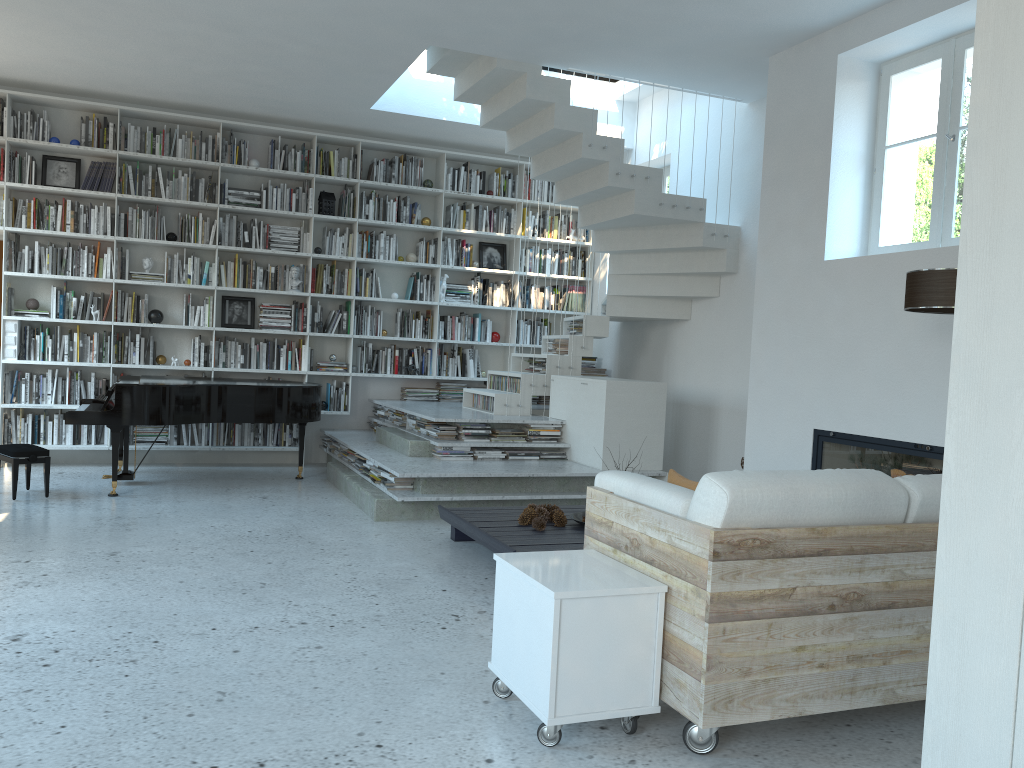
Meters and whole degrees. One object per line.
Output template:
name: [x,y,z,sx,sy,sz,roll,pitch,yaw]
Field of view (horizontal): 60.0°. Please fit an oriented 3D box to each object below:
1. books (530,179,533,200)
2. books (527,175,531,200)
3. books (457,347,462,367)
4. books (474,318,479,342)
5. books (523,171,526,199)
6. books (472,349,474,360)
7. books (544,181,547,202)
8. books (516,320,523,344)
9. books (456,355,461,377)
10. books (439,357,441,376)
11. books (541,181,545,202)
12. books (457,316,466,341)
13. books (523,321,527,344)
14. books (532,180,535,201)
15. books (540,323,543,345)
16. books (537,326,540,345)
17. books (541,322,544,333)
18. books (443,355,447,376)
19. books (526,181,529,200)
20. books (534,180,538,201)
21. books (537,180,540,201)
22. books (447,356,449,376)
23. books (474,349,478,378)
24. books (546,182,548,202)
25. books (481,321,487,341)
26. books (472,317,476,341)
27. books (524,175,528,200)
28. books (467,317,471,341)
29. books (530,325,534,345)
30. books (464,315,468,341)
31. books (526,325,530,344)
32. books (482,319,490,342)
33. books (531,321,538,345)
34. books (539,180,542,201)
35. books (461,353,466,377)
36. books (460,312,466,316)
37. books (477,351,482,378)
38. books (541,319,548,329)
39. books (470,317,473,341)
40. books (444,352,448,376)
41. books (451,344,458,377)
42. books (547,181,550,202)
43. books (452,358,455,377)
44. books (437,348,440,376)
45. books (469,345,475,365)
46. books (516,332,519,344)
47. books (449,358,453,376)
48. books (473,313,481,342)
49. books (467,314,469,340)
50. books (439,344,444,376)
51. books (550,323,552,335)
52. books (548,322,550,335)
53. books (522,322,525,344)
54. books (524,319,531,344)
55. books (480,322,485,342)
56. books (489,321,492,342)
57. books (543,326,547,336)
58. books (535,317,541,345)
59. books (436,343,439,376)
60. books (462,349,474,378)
books: [0.173,-2.020,9.247,0.012,0.269,0.184,2,3,-22]
books: [0.157,-2.029,9.254,0.013,0.286,0.150,2,3,-22]
books: [-0.546,-0.229,9.119,0.010,0.304,0.131,2,3,-22]
books: [-0.388,-0.558,9.123,0.023,0.244,0.189,2,3,-22]
books: [0.097,-2.045,9.218,0.011,0.313,0.172,2,3,-22]
books: [-0.431,-0.215,9.156,0.012,0.285,0.159,2,3,-22]
books: [0.319,-2.013,9.325,0.029,0.264,0.178,2,3,-22]
books: [0.064,-0.546,9.311,0.024,0.252,0.175,2,3,-22]
books: [-0.569,-0.185,9.090,0.052,0.217,0.184,2,3,-22]
books: [-0.749,-0.191,9.039,0.033,0.213,0.140,2,3,-22]
books: [0.295,-2.011,9.315,0.022,0.259,0.163,2,3,-22]
books: [-0.524,-0.568,9.059,0.028,0.255,0.191,2,3,-22]
books: [0.116,-0.539,9.341,0.022,0.242,0.151,2,3,-22]
books: [0.186,-1.999,9.257,0.022,0.229,0.174,2,3,-22]
books: [0.280,-0.527,9.410,0.014,0.230,0.172,2,3,-22]
books: [0.246,-0.514,9.404,0.027,0.201,0.164,2,3,-22]
books: [0.293,-0.533,9.433,0.027,0.242,0.131,2,3,-22]
books: [-0.707,-0.189,9.044,0.023,0.214,0.163,2,3,-22]
books: [0.132,-1.999,9.262,0.025,0.223,0.136,2,3,-22]
books: [0.217,-2.006,9.277,0.023,0.244,0.182,2,3,-22]
books: [0.245,-2.036,9.288,0.012,0.306,0.184,2,3,-22]
books: [-0.672,-0.186,9.059,0.025,0.210,0.137,2,3,-22]
books: [-0.396,-0.214,9.153,0.025,0.287,0.160,2,3,-22]
books: [0.337,-1.998,9.331,0.011,0.237,0.148,2,3,-22]
books: [-0.308,-0.543,9.181,0.037,0.219,0.139,2,3,-22]
books: [-0.413,-0.565,9.139,0.012,0.254,0.160,2,3,-22]
books: [0.115,-2.026,9.242,0.022,0.275,0.159,2,3,-22]
books: [-0.465,-0.562,9.113,0.026,0.246,0.165,2,3,-22]
books: [0.184,-0.520,9.377,0.025,0.208,0.149,2,3,-22]
books: [-0.495,-0.570,9.075,0.012,0.262,0.186,2,3,-22]
books: [0.141,-0.518,9.347,0.029,0.201,0.172,2,3,-22]
books: [-0.276,-0.550,9.183,0.025,0.235,0.181,2,3,-22]
books: [0.219,-0.538,9.362,0.027,0.249,0.184,2,3,-22]
books: [0.271,-2.020,9.310,0.027,0.276,0.148,2,3,-22]
books: [-0.522,-0.195,9.112,0.031,0.239,0.171,2,3,-22]
books: [-0.511,-0.590,9.085,0.013,0.299,0.147,2,3,-22]
books: [-0.360,-0.206,9.178,0.062,0.274,0.148,2,3,-22]
books: [0.338,-0.552,9.429,0.011,0.285,0.161,2,3,-22]
books: [-0.439,-0.562,9.102,0.014,0.249,0.177,2,3,-22]
books: [-0.685,-0.203,9.040,0.015,0.243,0.156,2,3,-22]
books: [-0.597,-0.244,9.075,0.014,0.333,0.168,2,3,-22]
books: [0.352,-2.005,9.348,0.027,0.250,0.154,2,3,-22]
books: [-0.619,-0.171,9.074,0.024,0.185,0.149,2,3,-22]
books: [-0.765,-0.227,9.018,0.015,0.287,0.138,2,3,-22]
books: [-0.421,-0.235,9.165,0.012,0.326,0.136,2,3,-22]
books: [0.009,-0.560,9.304,0.085,0.278,0.159,2,3,-22]
books: [-0.647,-0.174,9.071,0.030,0.188,0.140,2,3,-22]
books: [-0.365,-0.580,9.135,0.026,0.290,0.181,2,3,-22]
books: [-0.481,-0.576,9.102,0.011,0.272,0.152,2,3,-22]
books: [-0.725,-0.246,9.044,0.013,0.327,0.130,2,3,-22]
books: [0.378,-0.529,9.454,0.013,0.240,0.166,2,3,-22]
books: [0.365,-0.536,9.452,0.012,0.254,0.160,2,3,-22]
books: [0.089,-0.537,9.330,0.037,0.236,0.153,2,3,-22]
books: [0.160,-0.550,9.373,0.024,0.267,0.133,2,3,-22]
books: [-0.333,-0.534,9.154,0.030,0.201,0.189,2,3,-22]
books: [-0.252,-0.543,9.195,0.027,0.223,0.170,2,3,-22]
books: [0.325,-0.513,9.417,0.021,0.205,0.174,2,3,-22]
books: [0.267,-0.561,9.409,0.013,0.297,0.141,2,3,-22]
books: [-0.776,-0.253,9.009,0.014,0.337,0.131,2,3,-22]
books: [-0.456,-0.217,9.091,0.075,0.291,0.255,2,3,-22]
